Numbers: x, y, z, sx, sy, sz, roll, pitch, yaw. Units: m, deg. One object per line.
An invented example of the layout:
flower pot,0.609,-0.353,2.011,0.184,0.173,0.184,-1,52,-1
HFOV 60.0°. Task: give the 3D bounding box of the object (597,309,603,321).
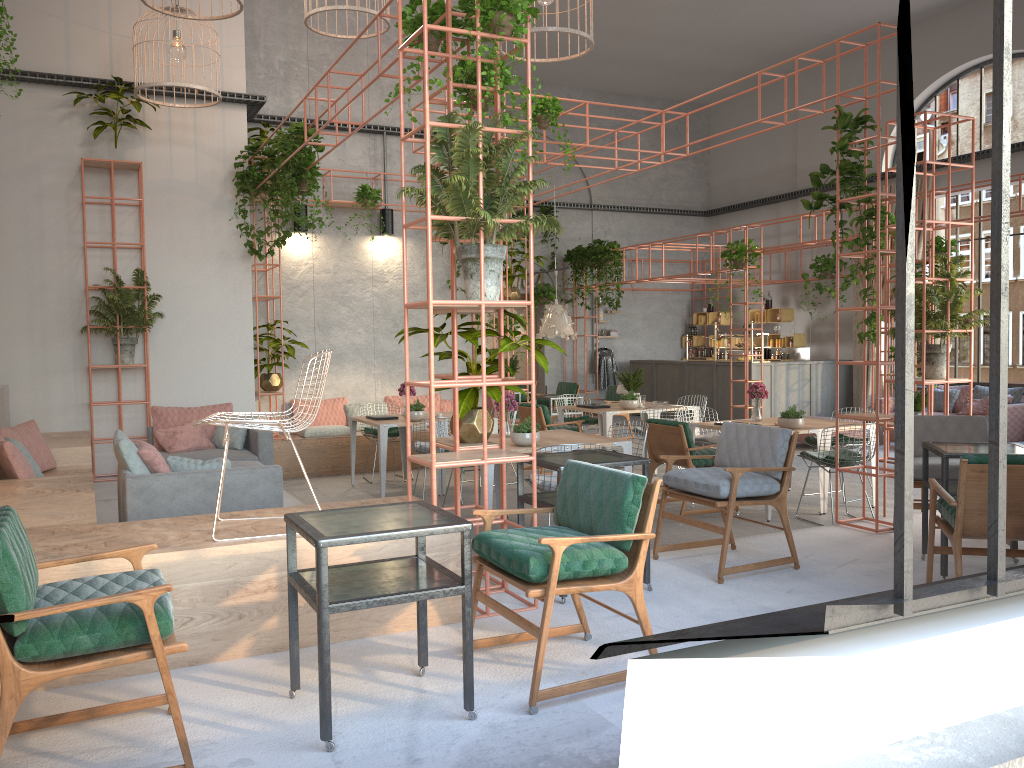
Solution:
object,1.994,-1.600,20.076,0.136,0.336,0.145,-1,3,-12

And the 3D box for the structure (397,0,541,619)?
structure,-0.127,-0.523,4.874,0.748,3.623,0.722,-2,3,-26

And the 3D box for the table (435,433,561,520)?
table,-0.163,0.915,7.697,0.694,0.830,1.205,-2,3,-26

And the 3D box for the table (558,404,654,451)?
table,1.190,0.716,11.383,0.694,0.830,1.205,-2,3,-26

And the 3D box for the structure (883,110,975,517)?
structure,3.695,-0.526,7.872,0.624,3.602,0.424,-2,3,-26

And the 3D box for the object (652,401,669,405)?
object,1.966,0.247,11.752,0.218,0.041,0.218,-2,3,-17

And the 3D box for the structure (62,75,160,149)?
structure,-4.430,-3.055,9.943,0.934,0.803,0.903,1,3,36

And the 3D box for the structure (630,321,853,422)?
structure,4.702,-0.281,18.750,2.579,2.022,4.057,-2,3,-26

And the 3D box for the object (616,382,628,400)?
object,1.512,0.128,11.804,0.241,0.313,0.241,0,3,19

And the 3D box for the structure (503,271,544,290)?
structure,0.092,-2.298,19.234,1.312,0.505,0.063,-2,3,-26

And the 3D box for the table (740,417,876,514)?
table,3.041,0.807,9.192,0.694,0.830,1.214,-2,3,-26

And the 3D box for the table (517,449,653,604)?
table,0.432,0.846,5.438,0.635,0.798,0.602,-2,3,-26

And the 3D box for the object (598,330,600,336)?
object,1.974,-1.164,20.102,0.055,0.164,0.092,-1,3,-7

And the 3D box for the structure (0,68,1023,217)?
structure,1.194,-3.546,11.378,15.603,0.110,15.203,-2,3,-26

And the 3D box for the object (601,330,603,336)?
object,2.041,-1.159,20.112,0.063,0.151,0.063,-3,4,-40

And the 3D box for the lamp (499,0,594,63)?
lamp,0.280,-4.812,8.030,0.883,3.476,0.883,1,3,27

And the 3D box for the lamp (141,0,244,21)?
lamp,-2.914,-5.178,7.929,0.883,3.476,0.883,1,3,27

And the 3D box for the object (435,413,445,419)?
object,-0.827,0.357,10.121,0.115,0.078,0.115,-2,3,-20

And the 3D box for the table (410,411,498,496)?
table,-0.727,0.789,10.464,0.694,0.830,1.214,-2,3,-26

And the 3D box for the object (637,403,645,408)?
object,1.634,0.263,11.306,0.115,0.078,0.115,-2,3,-20

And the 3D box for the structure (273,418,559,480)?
structure,-2.486,0.791,14.675,4.386,0.500,5.831,-2,3,-26

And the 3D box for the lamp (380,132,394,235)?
lamp,-1.765,-2.814,12.442,0.179,1.425,0.185,-2,3,-26

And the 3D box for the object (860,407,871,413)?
object,5.724,0.458,14.405,0.199,0.145,0.156,-1,3,-11

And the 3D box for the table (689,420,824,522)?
table,2.416,0.831,8.886,0.694,0.830,1.205,-2,3,-26

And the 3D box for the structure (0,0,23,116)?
structure,-3.927,-2.708,6.358,0.670,1.290,1.434,-2,3,-26

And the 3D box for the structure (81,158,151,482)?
structure,-4.520,-0.716,10.154,0.624,3.596,0.424,-2,3,-26

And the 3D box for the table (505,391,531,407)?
table,0.004,0.536,16.161,0.635,0.798,0.602,-2,3,-26

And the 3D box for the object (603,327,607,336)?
object,2.114,-1.189,20.155,0.081,0.204,0.081,-2,3,-25

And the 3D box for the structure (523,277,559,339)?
structure,0.608,-1.692,19.615,0.950,1.527,0.921,-2,3,-27

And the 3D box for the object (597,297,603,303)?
object,1.987,-1.903,20.052,0.133,0.145,0.133,1,3,26

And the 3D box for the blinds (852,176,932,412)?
blinds,7.655,-1.454,14.999,0.414,4.389,4.957,-2,3,-25

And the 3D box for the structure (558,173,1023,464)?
structure,5.849,-0.877,14.052,4.157,4.247,14.689,-2,3,-26

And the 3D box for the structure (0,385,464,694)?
structure,-2.859,0.698,6.294,3.396,1.111,9.152,-2,3,-26

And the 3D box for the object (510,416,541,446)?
object,0.109,0.389,7.362,0.247,0.247,0.252,-2,3,-26

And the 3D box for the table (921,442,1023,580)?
table,2.967,0.800,5.602,0.602,0.798,0.635,0,3,14

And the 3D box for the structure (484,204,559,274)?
structure,0.131,-3.132,19.099,1.939,1.514,0.856,-3,3,-32

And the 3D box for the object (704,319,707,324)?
object,4.486,-1.431,20.359,0.123,0.142,0.141,-2,3,-26

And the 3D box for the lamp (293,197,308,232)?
lamp,-2.853,-2.772,11.918,0.179,1.425,0.185,-2,3,-26

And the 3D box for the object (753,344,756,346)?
object,4.595,-0.752,16.922,0.152,0.058,0.095,-3,3,-35

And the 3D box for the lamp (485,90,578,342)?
lamp,-0.076,-2.795,16.037,0.704,4.052,4.456,-2,3,-26

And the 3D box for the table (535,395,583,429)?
table,0.767,0.601,14.582,0.635,0.798,0.602,-2,3,-26

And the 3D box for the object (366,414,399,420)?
object,-1.496,0.383,10.197,0.268,0.031,0.427,-2,3,-26

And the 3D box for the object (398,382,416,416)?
object,-1.243,0.172,10.531,0.213,0.414,0.225,-3,3,-33

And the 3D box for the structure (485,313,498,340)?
structure,-0.563,-1.665,19.003,0.921,1.527,0.950,0,3,8

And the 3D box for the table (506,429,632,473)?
table,0.460,0.891,8.002,0.694,0.830,1.214,-2,3,-26

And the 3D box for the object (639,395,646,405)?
object,1.723,0.211,11.760,0.095,0.119,0.095,-1,3,-2

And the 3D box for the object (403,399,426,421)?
object,-1.080,0.288,9.822,0.248,0.247,0.254,-2,3,-26

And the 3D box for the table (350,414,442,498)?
table,-1.352,0.813,10.158,0.694,0.830,1.205,-2,3,-26

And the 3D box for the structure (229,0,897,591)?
structure,-1.648,-1.234,12.184,4.501,4.345,14.096,-2,3,-27

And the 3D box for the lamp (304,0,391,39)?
lamp,-1.737,-5.473,9.144,0.883,3.476,0.883,1,3,27

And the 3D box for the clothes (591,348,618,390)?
clothes,2.131,-0.329,20.182,0.366,0.997,0.625,2,4,44

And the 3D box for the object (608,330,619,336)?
object,2.308,-1.164,20.250,0.219,0.149,0.129,-2,3,-26

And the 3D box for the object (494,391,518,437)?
object,-0.052,0.274,8.065,0.213,0.414,0.225,-3,3,-33

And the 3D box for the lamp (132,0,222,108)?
lamp,-3.617,-4.824,9.471,0.883,3.476,0.883,1,3,27

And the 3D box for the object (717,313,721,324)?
object,4.706,-1.479,20.041,0.137,0.261,0.137,0,3,10

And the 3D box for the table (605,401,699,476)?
table,1.815,0.692,11.688,0.694,0.830,1.214,-2,3,-26
